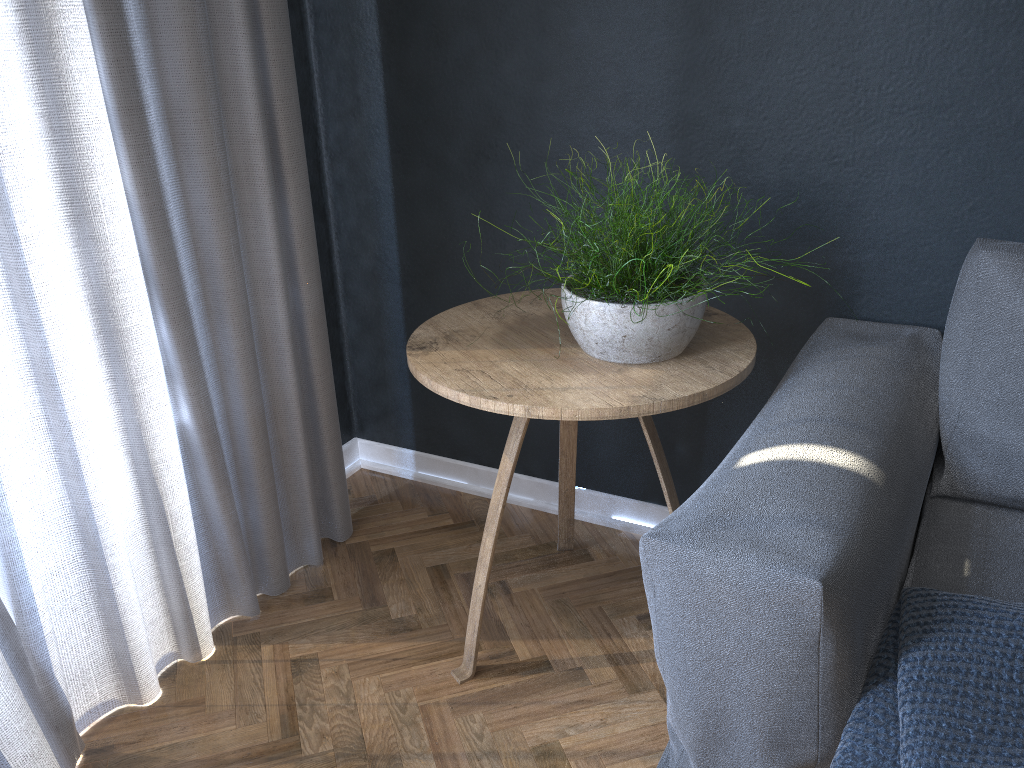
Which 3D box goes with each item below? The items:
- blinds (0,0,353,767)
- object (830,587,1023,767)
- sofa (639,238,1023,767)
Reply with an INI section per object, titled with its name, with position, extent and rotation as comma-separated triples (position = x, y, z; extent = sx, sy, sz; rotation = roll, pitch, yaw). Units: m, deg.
[blinds]
position = -1.362, -0.287, 0.102
extent = 0.312, 2.805, 3.974
rotation = 10, 26, 26
[object]
position = 0.704, 0.419, 0.907
extent = 0.665, 0.331, 0.488
rotation = 12, 27, 30
[sofa]
position = 1.356, 0.376, 0.894
extent = 2.337, 0.803, 0.965
rotation = 10, 26, 25
